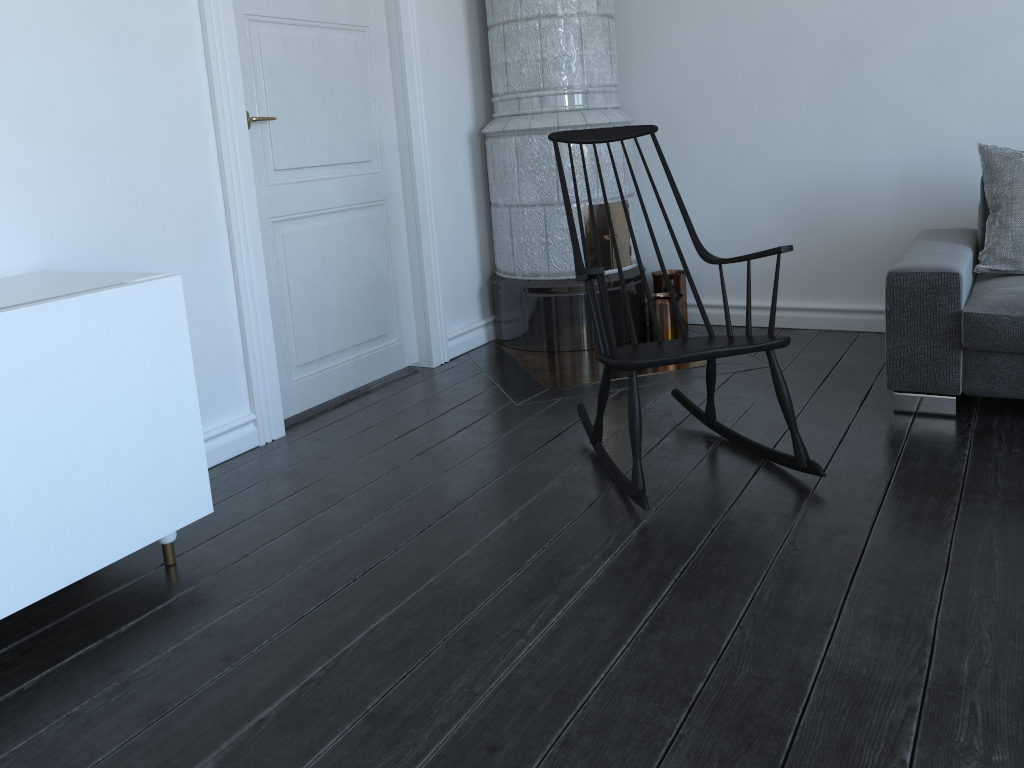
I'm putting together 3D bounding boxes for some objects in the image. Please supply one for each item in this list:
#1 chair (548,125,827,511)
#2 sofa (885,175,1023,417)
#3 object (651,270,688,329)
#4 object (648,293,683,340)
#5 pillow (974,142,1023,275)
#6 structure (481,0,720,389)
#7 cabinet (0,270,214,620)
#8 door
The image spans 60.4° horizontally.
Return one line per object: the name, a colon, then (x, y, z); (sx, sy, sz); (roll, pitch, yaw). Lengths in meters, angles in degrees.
chair: (0.442, -0.276, 2.657); (0.614, 0.984, 0.923); (-7, 13, -13)
sofa: (2.482, -0.299, 2.682); (2.378, 0.708, 1.107); (5, 17, 30)
object: (0.782, -0.412, 4.345); (0.173, 0.275, 0.179); (2, 13, 31)
object: (0.730, -0.320, 4.179); (0.174, 0.195, 0.175); (0, 13, 21)
pillow: (2.575, -0.552, 2.701); (2.063, 0.482, 0.488); (7, 17, 35)
structure: (0.250, -1.587, 3.955); (0.780, 2.833, 1.292); (-7, 11, -13)
cabinet: (-1.294, 0.232, 1.813); (0.591, 0.720, 1.227); (3, 16, 30)
door: (-0.725, -1.142, 3.397); (0.116, 2.426, 1.192); (1, 12, 31)
